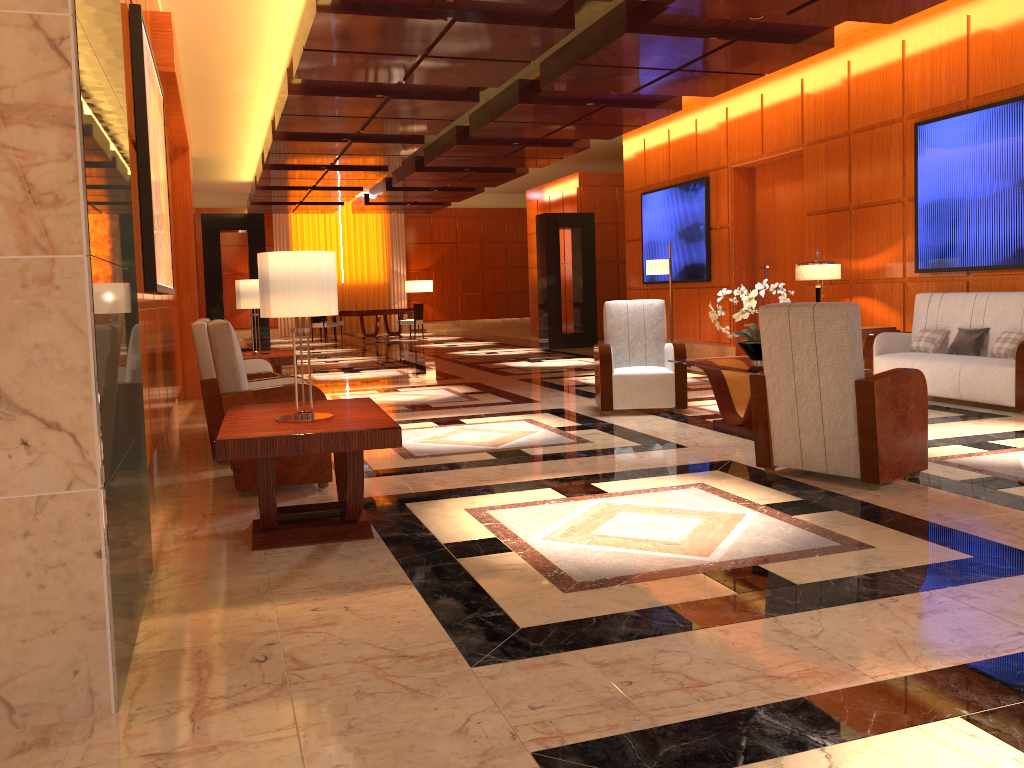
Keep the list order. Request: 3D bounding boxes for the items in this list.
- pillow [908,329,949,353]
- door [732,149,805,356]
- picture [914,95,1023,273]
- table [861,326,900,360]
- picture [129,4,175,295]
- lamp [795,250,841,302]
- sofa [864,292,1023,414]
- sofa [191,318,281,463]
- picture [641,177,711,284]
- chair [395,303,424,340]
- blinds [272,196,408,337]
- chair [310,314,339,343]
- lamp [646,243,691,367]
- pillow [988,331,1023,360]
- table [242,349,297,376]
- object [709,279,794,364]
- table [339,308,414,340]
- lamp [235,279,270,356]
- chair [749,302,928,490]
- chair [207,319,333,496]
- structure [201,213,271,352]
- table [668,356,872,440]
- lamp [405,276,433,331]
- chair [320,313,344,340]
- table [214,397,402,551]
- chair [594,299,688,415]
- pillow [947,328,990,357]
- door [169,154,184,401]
[{"bbox_3d":[3.802,-0.394,8.107,0.195,0.226,0.345,-3,5,-13],"label":"pillow"},{"bbox_3d":[3.381,-1.524,11.223,0.341,2.644,1.541,-3,4,-18],"label":"door"},{"bbox_3d":[4.262,-1.721,7.701,0.056,1.448,2.001,-3,5,-18],"label":"picture"},{"bbox_3d":[3.311,-0.295,9.276,0.726,0.605,1.273,-3,6,-18],"label":"table"},{"bbox_3d":[-2.197,-1.286,5.468,0.056,1.448,2.001,-3,5,-18],"label":"picture"},{"bbox_3d":[3.202,-1.009,9.273,0.458,0.792,0.460,1,5,34],"label":"lamp"},{"bbox_3d":[3.908,-0.322,7.666,0.613,0.930,1.803,-3,6,-18],"label":"sofa"},{"bbox_3d":[-2.039,-0.029,6.660,0.613,0.930,1.803,-3,6,-18],"label":"sofa"},{"bbox_3d":[2.415,-2.236,13.255,0.056,1.448,2.001,-3,5,-18],"label":"picture"},{"bbox_3d":[-2.447,-1.540,21.719,0.576,0.892,0.586,0,5,25],"label":"chair"},{"bbox_3d":[-5.066,-3.529,26.342,3.855,4.054,0.149,-3,4,-18],"label":"blinds"},{"bbox_3d":[-4.638,-1.467,21.689,0.576,0.892,0.586,0,5,20],"label":"chair"},{"bbox_3d":[2.046,-1.040,11.761,0.527,1.656,0.360,-4,4,-28],"label":"lamp"},{"bbox_3d":[4.074,-0.310,7.270,0.202,0.229,0.274,-3,5,-16],"label":"pillow"},{"bbox_3d":[-2.523,-0.031,8.833,0.725,0.532,1.171,-3,6,-15],"label":"table"},{"bbox_3d":[1.799,-0.464,6.527,0.790,0.615,0.418,-6,6,-41],"label":"object"},{"bbox_3d":[-3.274,-1.513,22.315,0.784,0.739,2.112,3,7,43],"label":"table"},{"bbox_3d":[2.911,-0.486,5.404,13.001,0.733,0.336,2,5,31],"label":"lamp"},{"bbox_3d":[1.765,0.025,4.842,0.630,0.958,0.738,-5,6,-39],"label":"chair"},{"bbox_3d":[-1.422,0.093,5.163,0.629,0.958,0.739,-3,5,-19],"label":"chair"},{"bbox_3d":[-4.584,-1.556,14.736,0.986,2.491,0.501,-3,4,-18],"label":"structure"},{"bbox_3d":[1.801,0.104,6.432,0.723,0.494,1.564,-3,6,-15],"label":"table"},{"bbox_3d":[-2.763,-2.407,26.500,0.810,1.656,0.813,0,4,22],"label":"lamp"},{"bbox_3d":[-4.717,-1.594,22.943,0.576,0.892,0.586,-1,4,10],"label":"chair"},{"bbox_3d":[-0.944,0.409,4.085,0.725,0.532,1.171,-3,6,-15],"label":"table"},{"bbox_3d":[1.108,-0.255,7.761,0.738,0.958,0.630,-2,4,1],"label":"chair"},{"bbox_3d":[3.966,-0.366,7.704,0.160,0.252,0.358,-4,5,-21],"label":"pillow"},{"bbox_3d":[-3.578,-1.064,8.907,0.341,2.644,1.503,-3,4,-18],"label":"door"}]
